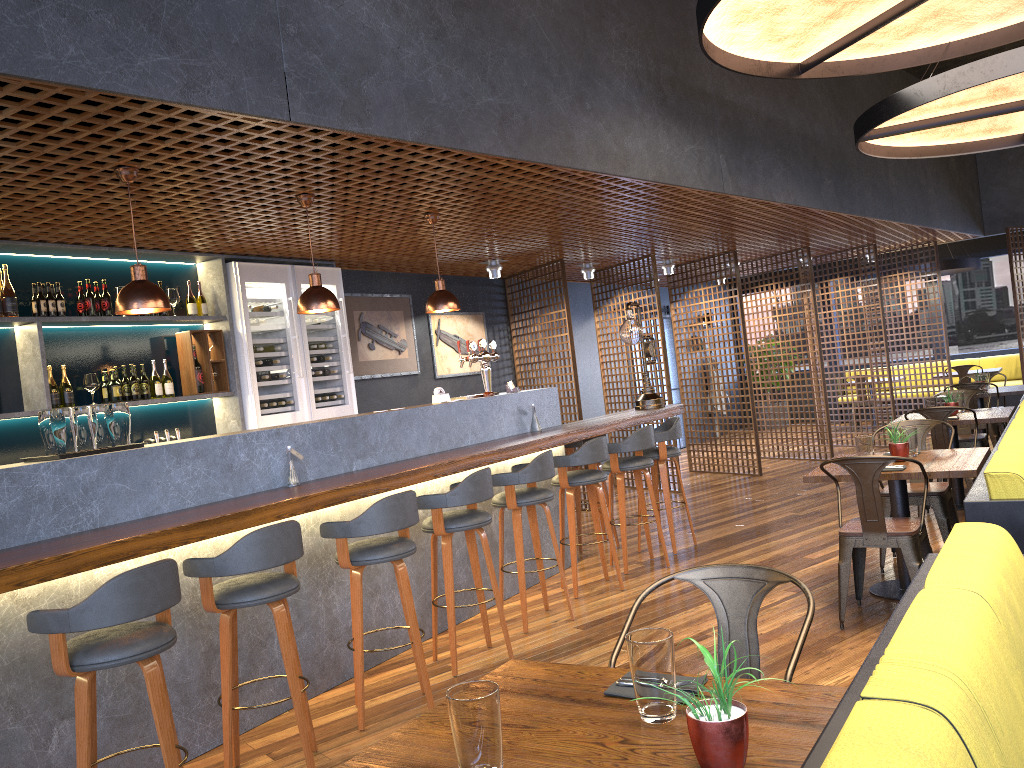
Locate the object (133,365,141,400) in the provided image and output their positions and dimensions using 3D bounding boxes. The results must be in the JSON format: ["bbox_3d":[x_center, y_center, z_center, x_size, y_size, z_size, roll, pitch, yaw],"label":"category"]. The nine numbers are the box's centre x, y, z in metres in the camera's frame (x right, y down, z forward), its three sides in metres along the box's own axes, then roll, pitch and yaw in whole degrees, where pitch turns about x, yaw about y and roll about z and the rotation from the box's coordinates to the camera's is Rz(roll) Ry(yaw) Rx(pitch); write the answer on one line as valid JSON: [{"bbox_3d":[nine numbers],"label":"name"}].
[{"bbox_3d":[-2.646,-0.004,6.236,0.063,0.254,0.063,-6,1,40],"label":"object"}]

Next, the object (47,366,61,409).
[{"bbox_3d":[-2.949,0.022,5.682,0.079,0.281,0.079,-6,1,36],"label":"object"}]

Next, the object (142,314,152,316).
[{"bbox_3d":[-2.596,-0.594,6.270,0.063,0.254,0.063,-7,0,-15],"label":"object"}]

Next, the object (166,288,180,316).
[{"bbox_3d":[-2.461,-0.587,6.443,0.097,0.206,0.097,-7,0,1],"label":"object"}]

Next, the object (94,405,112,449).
[{"bbox_3d":[-1.851,0.201,4.007,0.105,0.209,0.105,-7,1,-22],"label":"object"}]

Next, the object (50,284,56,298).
[{"bbox_3d":[-2.961,-0.532,5.734,0.056,0.227,0.056,-6,1,34],"label":"object"}]

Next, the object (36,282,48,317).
[{"bbox_3d":[-2.975,-0.529,5.599,0.056,0.227,0.056,-7,0,-6],"label":"object"}]

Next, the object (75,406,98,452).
[{"bbox_3d":[-1.863,0.204,3.872,0.105,0.209,0.105,-7,1,-22],"label":"object"}]

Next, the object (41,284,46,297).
[{"bbox_3d":[-2.994,-0.528,5.682,0.056,0.227,0.056,-7,0,-6],"label":"object"}]

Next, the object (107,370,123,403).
[{"bbox_3d":[-2.676,0.017,5.960,0.088,0.224,0.088,-7,0,2],"label":"object"}]

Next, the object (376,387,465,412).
[{"bbox_3d":[-0.598,0.090,5.774,0.200,0.106,0.766,-6,1,33],"label":"object"}]

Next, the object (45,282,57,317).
[{"bbox_3d":[-2.943,-0.534,5.650,0.056,0.227,0.056,-7,0,9],"label":"object"}]

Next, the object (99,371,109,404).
[{"bbox_3d":[-2.760,0.026,6.032,0.088,0.224,0.088,-6,1,27],"label":"object"}]

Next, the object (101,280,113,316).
[{"bbox_3d":[-2.735,-0.575,5.974,0.063,0.254,0.063,-7,0,5],"label":"object"}]

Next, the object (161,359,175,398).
[{"bbox_3d":[-2.493,-0.039,6.403,0.079,0.281,0.079,-6,1,26],"label":"object"}]

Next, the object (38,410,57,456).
[{"bbox_3d":[-1.971,0.217,3.813,0.105,0.209,0.105,-7,1,-22],"label":"object"}]

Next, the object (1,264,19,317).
[{"bbox_3d":[-3.089,-0.568,5.433,0.084,0.330,0.084,-6,1,39],"label":"object"}]

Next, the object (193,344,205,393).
[{"bbox_3d":[-2.350,-0.109,6.585,0.092,0.369,0.091,-7,0,2],"label":"object"}]

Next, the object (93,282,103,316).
[{"bbox_3d":[-2.815,-0.566,6.024,0.063,0.254,0.063,-7,1,20],"label":"object"}]

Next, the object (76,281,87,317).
[{"bbox_3d":[-2.875,-0.558,5.926,0.063,0.254,0.063,-7,0,-5],"label":"object"}]

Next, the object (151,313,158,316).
[{"bbox_3d":[-2.587,-0.595,6.359,0.063,0.254,0.063,-7,0,-5],"label":"object"}]

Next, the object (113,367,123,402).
[{"bbox_3d":[-2.735,0.007,6.144,0.063,0.254,0.063,-7,0,-5],"label":"object"}]

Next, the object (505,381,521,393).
[{"bbox_3d":[0.007,0.019,6.689,0.091,0.091,0.177,-7,0,8],"label":"object"}]

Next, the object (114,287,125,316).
[{"bbox_3d":[-2.671,-0.559,6.081,0.097,0.206,0.097,-7,0,1],"label":"object"}]

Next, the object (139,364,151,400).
[{"bbox_3d":[-2.572,-0.013,6.199,0.063,0.254,0.063,-7,0,-5],"label":"object"}]

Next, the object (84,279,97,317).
[{"bbox_3d":[-2.794,-0.567,5.867,0.063,0.254,0.063,-6,1,30],"label":"object"}]

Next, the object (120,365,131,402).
[{"bbox_3d":[-2.661,-0.001,6.106,0.063,0.254,0.063,-7,1,-30],"label":"object"}]

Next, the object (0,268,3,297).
[{"bbox_3d":[-3.179,-0.558,5.523,0.084,0.330,0.084,-6,1,39],"label":"object"}]

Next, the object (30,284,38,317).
[{"bbox_3d":[-3.026,-0.524,5.632,0.056,0.227,0.056,-6,1,34],"label":"object"}]

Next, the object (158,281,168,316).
[{"bbox_3d":[-2.495,-0.606,6.317,0.063,0.254,0.063,-7,1,-30],"label":"object"}]

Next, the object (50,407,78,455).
[{"bbox_3d":[-1.887,0.207,3.745,0.105,0.209,0.105,-7,1,-22],"label":"object"}]

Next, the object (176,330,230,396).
[{"bbox_3d":[-2.315,-0.159,6.644,0.161,0.475,0.300,-6,1,32],"label":"object"}]

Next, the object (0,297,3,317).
[{"bbox_3d":[-3.138,-0.561,5.351,0.084,0.330,0.084,-6,1,39],"label":"object"}]

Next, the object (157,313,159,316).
[{"bbox_3d":[-2.597,-0.595,6.463,0.063,0.254,0.063,-6,1,40],"label":"object"}]

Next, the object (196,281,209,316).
[{"bbox_3d":[-2.355,-0.639,6.719,0.079,0.281,0.079,-7,0,1],"label":"object"}]

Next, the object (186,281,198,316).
[{"bbox_3d":[-2.406,-0.632,6.639,0.079,0.281,0.079,-6,1,41],"label":"object"}]

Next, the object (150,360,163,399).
[{"bbox_3d":[-2.543,-0.032,6.323,0.079,0.281,0.079,-7,0,6],"label":"object"}]

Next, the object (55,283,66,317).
[{"bbox_3d":[-2.910,-0.538,5.702,0.056,0.227,0.056,-7,1,19],"label":"object"}]

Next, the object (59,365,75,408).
[{"bbox_3d":[-2.899,0.016,5.761,0.079,0.281,0.079,-7,0,11],"label":"object"}]

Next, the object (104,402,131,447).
[{"bbox_3d":[-1.751,0.190,3.951,0.105,0.209,0.105,-7,1,-22],"label":"object"}]

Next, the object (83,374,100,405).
[{"bbox_3d":[-2.773,0.037,5.854,0.097,0.206,0.097,-7,0,1],"label":"object"}]

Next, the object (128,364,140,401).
[{"bbox_3d":[-2.591,-0.009,6.068,0.063,0.254,0.063,-6,1,35],"label":"object"}]
